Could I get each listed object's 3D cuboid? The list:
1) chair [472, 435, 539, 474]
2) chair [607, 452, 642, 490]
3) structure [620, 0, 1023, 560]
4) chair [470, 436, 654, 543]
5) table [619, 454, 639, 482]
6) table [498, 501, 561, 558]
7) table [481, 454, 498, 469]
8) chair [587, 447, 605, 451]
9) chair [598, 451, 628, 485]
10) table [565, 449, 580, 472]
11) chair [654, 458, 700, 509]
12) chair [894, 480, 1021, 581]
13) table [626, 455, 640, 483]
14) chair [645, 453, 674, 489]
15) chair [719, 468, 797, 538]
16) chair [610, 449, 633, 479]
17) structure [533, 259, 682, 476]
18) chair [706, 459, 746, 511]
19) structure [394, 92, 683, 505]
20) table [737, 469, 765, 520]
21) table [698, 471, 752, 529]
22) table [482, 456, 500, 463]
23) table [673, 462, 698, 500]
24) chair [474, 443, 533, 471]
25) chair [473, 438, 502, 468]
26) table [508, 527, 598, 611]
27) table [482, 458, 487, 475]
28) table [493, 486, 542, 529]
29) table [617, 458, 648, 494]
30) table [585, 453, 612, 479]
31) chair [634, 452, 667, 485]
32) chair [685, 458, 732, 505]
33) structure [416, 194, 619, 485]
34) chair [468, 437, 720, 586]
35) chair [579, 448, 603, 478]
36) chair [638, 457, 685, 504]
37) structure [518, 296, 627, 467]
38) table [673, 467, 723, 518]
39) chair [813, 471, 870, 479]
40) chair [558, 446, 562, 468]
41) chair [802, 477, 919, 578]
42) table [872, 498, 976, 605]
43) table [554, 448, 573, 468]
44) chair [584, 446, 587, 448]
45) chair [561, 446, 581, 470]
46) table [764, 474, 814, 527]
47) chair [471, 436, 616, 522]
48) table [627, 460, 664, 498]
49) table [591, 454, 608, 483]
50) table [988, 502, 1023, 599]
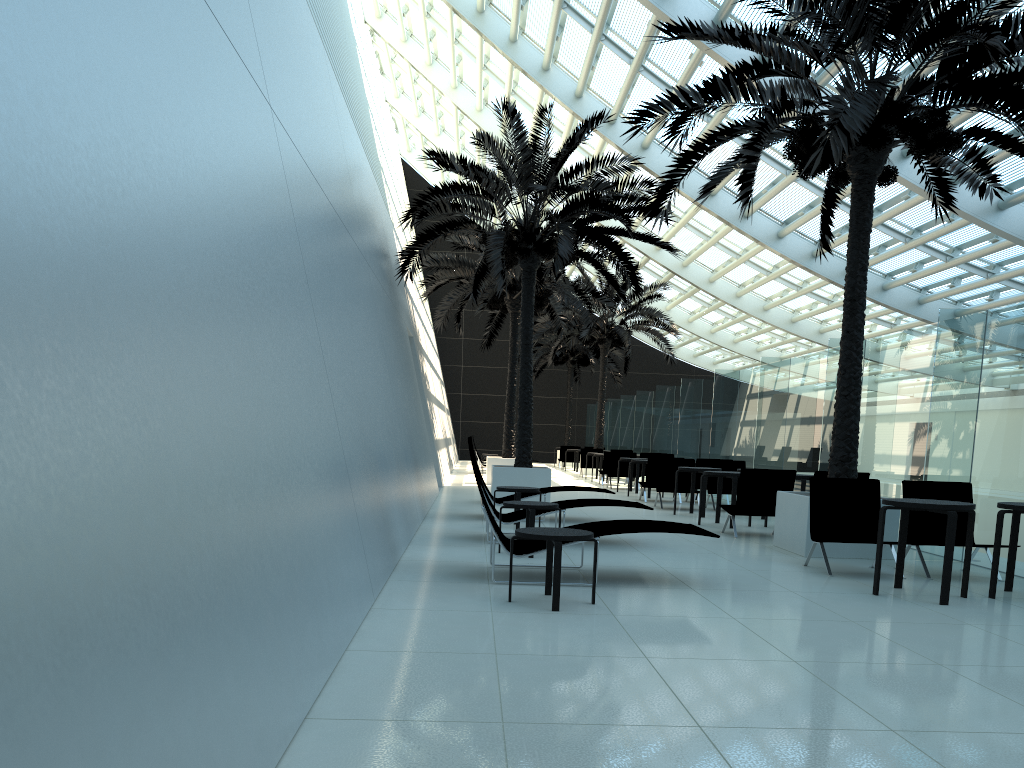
[{"bbox_3d":[-0.207,2.182,26.650,2.037,1.170,0.913,2,3,-3],"label":"chair"},{"bbox_3d":[2.723,2.095,21.053,0.716,0.896,0.879,2,2,-3],"label":"chair"},{"bbox_3d":[3.762,-1.625,9.346,4.809,7.093,4.406,3,4,16],"label":"structure"},{"bbox_3d":[0.521,1.207,9.909,2.037,1.170,0.913,2,3,-3],"label":"chair"},{"bbox_3d":[3.495,2.440,25.403,0.675,0.789,0.677,4,3,36],"label":"table"},{"bbox_3d":[0.178,1.453,8.770,0.550,0.522,0.553,3,2,40],"label":"table"},{"bbox_3d":[-0.777,2.732,30.727,0.550,0.522,0.553,3,2,40],"label":"table"},{"bbox_3d":[3.164,2.787,32.353,0.716,0.896,0.879,2,2,-3],"label":"chair"},{"bbox_3d":[2.664,2.194,22.748,0.716,0.896,0.879,2,2,-3],"label":"chair"},{"bbox_3d":[2.281,2.731,31.015,0.675,0.789,0.677,4,3,36],"label":"table"},{"bbox_3d":[2.968,1.766,15.406,0.716,0.896,0.879,2,2,-3],"label":"chair"},{"bbox_3d":[4.212,1.383,8.252,0.716,0.896,0.879,2,2,-3],"label":"chair"},{"bbox_3d":[3.548,2.356,23.974,0.675,0.789,0.678,4,3,40],"label":"table"},{"bbox_3d":[3.654,2.131,21.097,0.716,0.896,0.879,2,2,-3],"label":"chair"},{"bbox_3d":[3.160,1.529,11.329,0.716,0.896,0.879,2,2,-3],"label":"chair"},{"bbox_3d":[3.412,2.456,26.671,0.716,0.896,0.879,2,2,-3],"label":"chair"},{"bbox_3d":[2.926,-0.512,28.459,4.826,7.093,4.390,1,4,-9],"label":"structure"},{"bbox_3d":[3.899,1.802,15.450,0.716,0.896,0.879,2,2,-3],"label":"chair"},{"bbox_3d":[0.356,-1.322,14.917,4.644,6.904,4.229,0,4,-24],"label":"structure"},{"bbox_3d":[3.984,1.785,14.170,0.675,0.789,0.677,4,3,36],"label":"table"},{"bbox_3d":[3.076,1.653,12.509,0.675,0.789,0.678,4,3,40],"label":"table"},{"bbox_3d":[-0.662,2.578,28.079,0.550,0.522,0.553,3,2,40],"label":"table"},{"bbox_3d":[3.793,2.028,18.340,0.675,0.789,0.678,4,3,40],"label":"table"},{"bbox_3d":[-0.318,2.332,29.218,2.037,1.170,0.913,2,3,-3],"label":"chair"},{"bbox_3d":[-0.433,2.486,31.866,2.037,1.170,0.913,2,3,-3],"label":"chair"},{"bbox_3d":[0.289,1.304,6.201,0.550,0.522,0.553,3,2,40],"label":"table"},{"bbox_3d":[-0.550,2.428,25.510,0.550,0.522,0.552,3,2,36],"label":"table"},{"bbox_3d":[0.066,1.603,11.338,0.550,0.522,0.553,3,2,40],"label":"table"},{"bbox_3d":[2.770,2.076,19.758,0.675,0.789,0.677,4,3,36],"label":"table"},{"bbox_3d":[2.527,2.402,25.357,0.675,0.789,0.677,4,3,36],"label":"table"},{"bbox_3d":[3.595,2.230,22.792,0.716,0.896,0.879,2,2,-3],"label":"chair"},{"bbox_3d":[3.840,1.902,17.158,0.716,0.896,0.879,2,2,-3],"label":"chair"},{"bbox_3d":[-0.108,-1.012,20.895,4.263,6.965,4.608,5,5,31],"label":"structure"},{"bbox_3d":[0.633,1.057,7.341,2.037,1.170,0.913,2,3,-3],"label":"chair"},{"bbox_3d":[2.480,2.419,26.627,0.716,0.896,0.879,2,2,-3],"label":"chair"},{"bbox_3d":[2.908,1.866,17.114,0.716,0.896,0.879,2,2,-3],"label":"chair"},{"bbox_3d":[2.599,-0.037,36.592,4.458,7.091,4.755,0,4,-24],"label":"structure"},{"bbox_3d":[3.015,1.747,14.124,0.675,0.789,0.677,4,3,36],"label":"table"},{"bbox_3d":[4.091,1.565,11.373,0.716,0.896,0.879,2,2,-3],"label":"chair"},{"bbox_3d":[2.174,2.850,34.005,0.716,0.896,0.879,2,2,-3],"label":"chair"},{"bbox_3d":[3.281,1.346,8.208,0.716,0.896,0.879,2,2,-3],"label":"chair"},{"bbox_3d":[3.323,1.335,7.040,0.674,0.789,0.678,5,4,45],"label":"table"},{"bbox_3d":[2.091,2.974,35.185,0.674,0.789,0.678,5,4,45],"label":"table"},{"bbox_3d":[3.105,2.886,34.049,0.716,0.896,0.879,2,2,-3],"label":"chair"},{"bbox_3d":[2.233,2.751,32.309,0.716,0.896,0.879,2,2,-3],"label":"chair"},{"bbox_3d":[4.045,1.691,12.555,0.675,0.789,0.678,4,3,40],"label":"table"},{"bbox_3d":[0.409,1.357,12.477,2.037,1.170,0.913,2,3,-3],"label":"chair"},{"bbox_3d":[2.825,1.990,18.294,0.675,0.789,0.678,4,3,40],"label":"table"},{"bbox_3d":[2.580,2.318,23.928,0.675,0.789,0.678,4,3,40],"label":"table"},{"bbox_3d":[4.292,1.372,7.086,0.674,0.789,0.678,5,4,45],"label":"table"}]
